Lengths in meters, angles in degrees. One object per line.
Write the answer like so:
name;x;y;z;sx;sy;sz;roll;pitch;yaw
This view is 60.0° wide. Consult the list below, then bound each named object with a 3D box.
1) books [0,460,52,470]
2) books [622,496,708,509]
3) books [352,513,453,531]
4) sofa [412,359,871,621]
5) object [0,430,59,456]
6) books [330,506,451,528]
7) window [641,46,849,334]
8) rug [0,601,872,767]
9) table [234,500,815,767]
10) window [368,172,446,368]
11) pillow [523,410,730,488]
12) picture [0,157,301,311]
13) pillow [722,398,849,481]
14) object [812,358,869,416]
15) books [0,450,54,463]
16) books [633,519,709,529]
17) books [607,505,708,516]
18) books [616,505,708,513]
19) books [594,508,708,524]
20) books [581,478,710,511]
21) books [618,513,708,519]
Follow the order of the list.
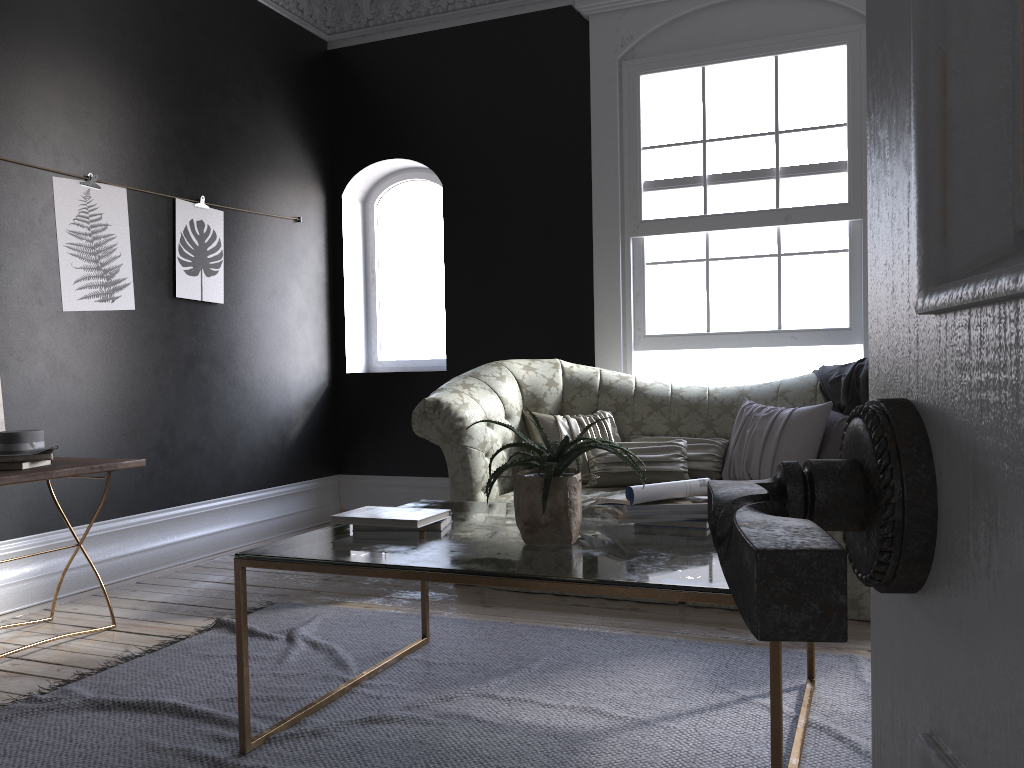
books;-2.017;0.319;3.528;0.268;0.029;0.203;-1;1;2
books;0.498;0.365;2.781;0.318;0.011;0.252;-1;1;-1
books;-0.348;0.440;2.836;0.289;0.030;0.193;-1;1;6
sofa;1.051;0.420;4.652;2.813;1.161;1.605;-1;1;23
object;-1.955;0.230;3.533;0.258;0.087;0.328;-1;1;-12
books;-0.377;0.414;2.776;0.307;0.024;0.220;-1;1;22
window;1.396;-1.132;5.393;1.263;1.672;0.056;-1;2;22
rug;0.106;0.995;2.530;3.645;0.050;2.104;-1;1;23
table;0.115;0.726;2.679;1.449;0.558;1.092;-1;1;22
window;-0.726;-0.860;6.716;0.740;1.457;0.112;-1;2;22
pillow;0.577;0.340;4.768;1.105;0.416;0.528;-1;1;22
picture;-2.315;-0.741;4.126;0.058;0.771;4.455;0;1;22
pillow;1.510;0.304;4.408;0.964;0.462;0.404;-1;1;30
object;1.974;0.117;4.372;0.517;0.585;1.367;-2;1;-18
books;-1.988;0.289;3.531;0.289;0.030;0.193;-1;1;-26
books;0.513;0.425;2.784;0.231;0.023;0.162;-1;1;23
books;0.477;0.387;2.799;0.318;0.011;0.252;-1;1;-6
books;0.491;0.376;2.786;0.318;0.011;0.252;-1;1;-6
books;0.450;0.409;2.803;0.318;0.011;0.252;-1;1;-11
books;0.421;0.354;2.803;0.322;0.109;0.273;-2;1;-33
books;0.493;0.397;2.795;0.318;0.011;0.252;-1;1;4
